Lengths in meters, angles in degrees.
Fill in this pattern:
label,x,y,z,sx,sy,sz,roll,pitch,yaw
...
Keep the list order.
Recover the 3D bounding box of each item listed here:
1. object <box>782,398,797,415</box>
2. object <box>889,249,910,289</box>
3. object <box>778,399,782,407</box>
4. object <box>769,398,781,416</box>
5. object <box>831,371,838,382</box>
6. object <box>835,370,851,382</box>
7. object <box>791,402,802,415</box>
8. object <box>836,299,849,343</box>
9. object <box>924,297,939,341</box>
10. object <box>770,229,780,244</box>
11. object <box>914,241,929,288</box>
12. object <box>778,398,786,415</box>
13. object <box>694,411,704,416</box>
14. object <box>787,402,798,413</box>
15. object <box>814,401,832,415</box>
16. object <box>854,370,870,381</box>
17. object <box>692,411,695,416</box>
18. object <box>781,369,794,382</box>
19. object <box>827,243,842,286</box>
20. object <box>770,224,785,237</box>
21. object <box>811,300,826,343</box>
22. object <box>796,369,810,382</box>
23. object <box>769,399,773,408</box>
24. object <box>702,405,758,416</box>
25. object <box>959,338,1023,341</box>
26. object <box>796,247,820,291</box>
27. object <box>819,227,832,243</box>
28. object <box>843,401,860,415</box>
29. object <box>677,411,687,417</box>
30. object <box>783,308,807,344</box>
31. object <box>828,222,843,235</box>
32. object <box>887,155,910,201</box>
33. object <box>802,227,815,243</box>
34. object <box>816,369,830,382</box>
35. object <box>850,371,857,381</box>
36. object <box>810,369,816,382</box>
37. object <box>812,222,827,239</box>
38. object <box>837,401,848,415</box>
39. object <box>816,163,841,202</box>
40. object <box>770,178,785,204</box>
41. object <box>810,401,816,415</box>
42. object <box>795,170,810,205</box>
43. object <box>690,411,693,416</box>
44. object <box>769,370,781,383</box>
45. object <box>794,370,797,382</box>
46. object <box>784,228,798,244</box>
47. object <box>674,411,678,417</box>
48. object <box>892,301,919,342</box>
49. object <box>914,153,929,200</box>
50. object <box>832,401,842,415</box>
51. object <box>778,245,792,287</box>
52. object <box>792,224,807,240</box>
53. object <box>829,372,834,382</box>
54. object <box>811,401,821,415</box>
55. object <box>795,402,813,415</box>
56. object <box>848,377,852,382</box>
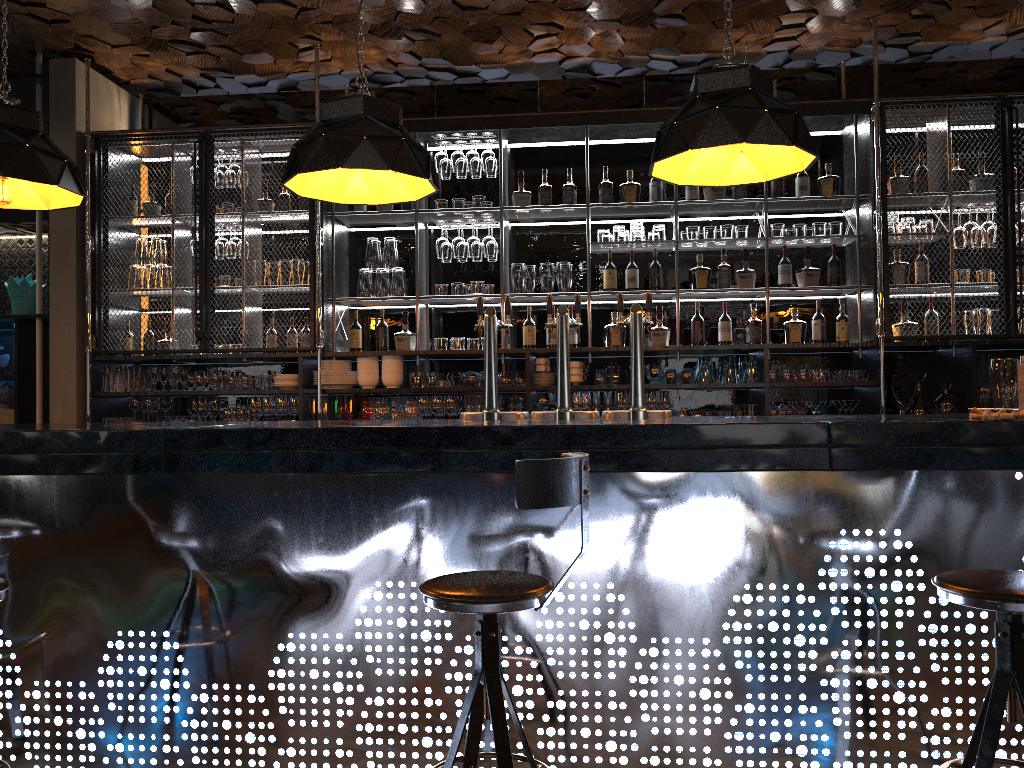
label,x,y,z,sx,sy,sz,roll,pitch,yaw
object,1.754,0.175,5.603,0.089,0.174,0.089,0,-1,-34
object,2.481,-0.740,5.706,0.151,0.248,0.094,-1,-1,14
object,1.765,0.179,5.798,0.089,0.174,0.089,0,-1,-34
object,1.641,0.175,5.554,0.089,0.174,0.089,0,-1,-34
object,2.090,-0.046,5.666,0.088,0.070,0.098,-1,-1,29
object,2.079,-0.048,5.569,0.088,0.070,0.098,-2,-2,41
object,1.852,0.188,5.696,0.106,0.148,0.106,-2,-2,38
object,2.135,-0.397,5.732,0.080,0.299,0.080,-1,-1,8
object,2.688,-0.407,5.684,0.086,0.299,0.086,0,-1,-36
object,1.751,-0.978,5.859,0.089,0.092,0.089,0,-2,-40
object,2.636,-0.767,5.706,0.086,0.298,0.086,0,-1,-36
object,1.741,0.177,5.702,0.089,0.174,0.089,0,-1,-34
object,1.181,0.220,5.609,0.067,0.099,0.067,0,-1,-23
object,1.860,0.190,5.813,0.106,0.148,0.106,-1,-1,24
object,1.955,0.184,5.571,0.106,0.148,0.106,-1,-1,15
object,2.175,-0.051,5.510,0.088,0.070,0.098,-1,-1,15
object,1.193,0.223,5.734,0.067,0.099,0.067,0,-1,-23
object,1.728,-0.049,5.567,0.084,0.082,0.084,-1,-1,6
object,2.087,-0.761,5.748,0.086,0.299,0.086,0,-1,-36
object,1.714,-0.981,5.722,0.089,0.092,0.089,-1,-1,-9
object,1.991,-0.395,5.760,0.086,0.298,0.086,0,-1,-36
object,1.825,-0.051,5.556,0.084,0.082,0.084,-1,-1,23
object,1.660,0.177,5.648,0.089,0.174,0.089,0,-1,-34
object,1.398,0.201,5.702,0.356,0.134,0.206,-1,-1,13
object,3.065,-0.272,5.587,0.437,0.019,0.273,-1,-1,5
object,1.917,-0.748,5.746,0.123,0.279,0.123,-1,-1,-6
object,2.065,-0.982,5.851,0.089,0.092,0.089,-2,-2,45
object,2.118,0.180,5.533,0.107,0.152,0.107,-1,-1,31
object,1.077,0.221,5.621,0.067,0.100,0.067,-1,-1,-2
object,1.837,-0.368,5.759,0.151,0.248,0.094,-1,-1,14
object,2.073,-0.986,5.686,0.089,0.092,0.089,-1,-1,-9
object,2.484,-1.327,5.704,0.123,0.279,0.123,-1,-1,14
object,1.955,-0.981,5.849,0.089,0.092,0.089,-1,-1,-9
object,1.944,-0.053,5.545,0.084,0.082,0.084,0,-1,-12
object,2.182,-0.049,5.608,0.098,0.070,0.088,-1,-1,32
object,1.935,-0.051,5.644,0.084,0.082,0.084,-1,-1,12
object,1.972,-0.984,5.689,0.089,0.092,0.089,-2,-2,45
object,2.128,0.182,5.649,0.107,0.152,0.107,-1,-1,19
object,2.056,-1.305,5.757,0.151,0.248,0.094,-2,-1,34
object,1.733,-1.327,5.792,0.086,0.299,0.086,0,-1,-36
object,1.975,0.189,5.802,0.106,0.148,0.106,-2,-2,44
object,1.900,-1.329,5.804,0.086,0.298,0.086,0,-1,-36
object,1.199,0.225,5.830,0.067,0.099,0.067,0,-1,-23
object,1.647,-0.048,5.577,0.084,0.082,0.084,-1,-1,-2
object,1.841,-0.047,5.750,0.084,0.082,0.084,-1,-1,3
object,1.853,-0.979,5.884,0.089,0.092,0.089,-1,-1,-9
object,1.102,0.225,5.843,0.067,0.100,0.067,-1,-1,-2
object,2.518,-0.393,5.683,0.123,0.279,0.123,-1,-1,-6
object,2.635,-1.339,5.707,0.086,0.297,0.086,0,-1,-36
object,2.136,0.184,5.779,0.107,0.152,0.107,-1,-1,11
object,1.779,-0.756,5.781,0.086,0.298,0.086,0,-1,-36
object,1.861,-0.982,5.738,0.089,0.092,0.089,-1,-1,5
object,2.102,-0.045,5.765,0.088,0.070,0.098,0,-1,-10
object,1.966,0.186,5.687,0.106,0.148,0.106,-2,-1,34
object,1.839,0.186,5.580,0.106,0.148,0.106,-1,-1,24
object,2.192,-0.047,5.710,0.098,0.070,0.088,0,-2,-38
